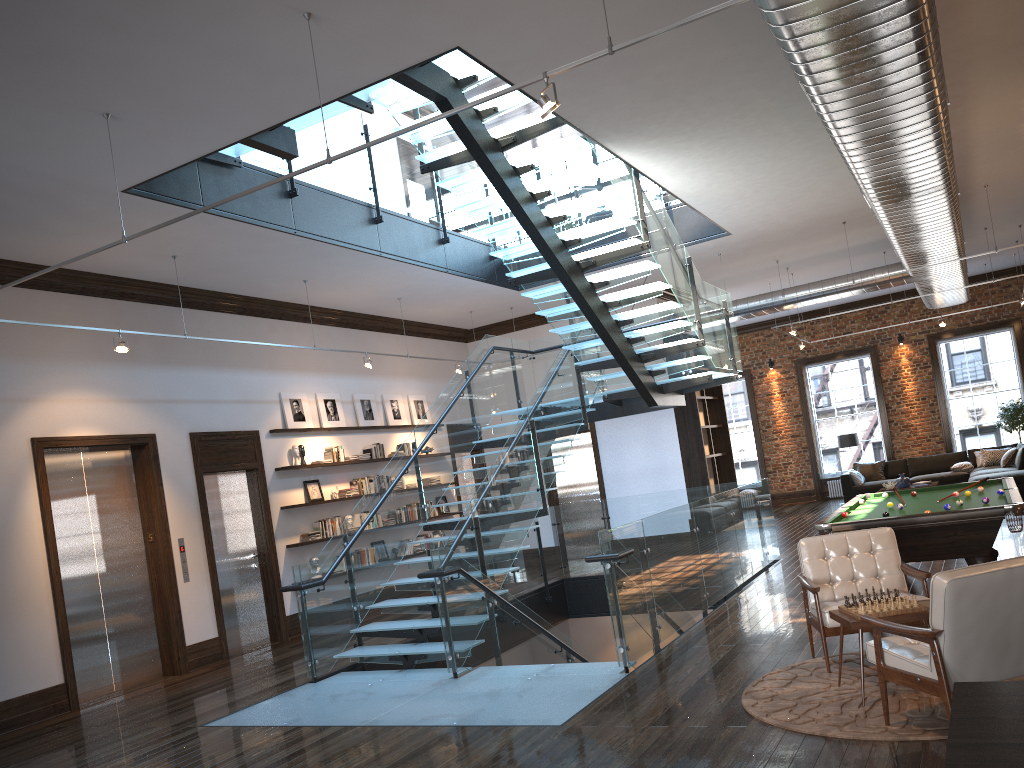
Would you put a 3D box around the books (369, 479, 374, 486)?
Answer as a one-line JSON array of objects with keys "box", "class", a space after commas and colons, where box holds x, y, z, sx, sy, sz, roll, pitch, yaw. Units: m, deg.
[{"box": [-2.104, 1.514, 13.026, 0.185, 0.209, 0.064, -10, -2, 28], "class": "books"}]

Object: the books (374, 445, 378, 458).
[{"box": [-2.086, 1.023, 13.262, 0.154, 0.211, 0.023, -10, -2, 28], "class": "books"}]

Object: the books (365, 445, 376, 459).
[{"box": [-2.110, 1.021, 13.193, 0.157, 0.207, 0.022, -10, -2, 28], "class": "books"}]

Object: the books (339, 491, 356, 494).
[{"box": [-2.332, 1.543, 12.636, 0.143, 0.011, 0.256, -11, -7, 24], "class": "books"}]

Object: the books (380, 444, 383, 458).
[{"box": [-2.025, 1.019, 13.351, 0.168, 0.218, 0.021, -10, -2, 28], "class": "books"}]

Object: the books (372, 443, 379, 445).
[{"box": [-2.033, 1.012, 13.373, 0.140, 0.239, 0.011, -10, -2, 28], "class": "books"}]

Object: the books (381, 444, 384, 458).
[{"box": [-2.010, 1.025, 13.381, 0.148, 0.209, 0.024, -10, -2, 28], "class": "books"}]

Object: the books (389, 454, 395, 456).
[{"box": [-1.789, 1.103, 13.816, 0.144, 0.013, 0.226, -12, -7, 27], "class": "books"}]

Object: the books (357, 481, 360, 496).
[{"box": [-2.265, 1.513, 12.797, 0.129, 0.210, 0.005, -10, -2, 28], "class": "books"}]

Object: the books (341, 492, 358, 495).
[{"box": [-2.330, 1.564, 12.637, 0.143, 0.011, 0.255, -12, -7, 30], "class": "books"}]

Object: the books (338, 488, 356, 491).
[{"box": [-2.336, 1.500, 12.636, 0.142, 0.011, 0.288, -11, -7, 23], "class": "books"}]

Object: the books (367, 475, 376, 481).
[{"box": [-2.070, 1.495, 13.141, 0.159, 0.262, 0.026, -10, -2, 28], "class": "books"}]

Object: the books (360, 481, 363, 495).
[{"box": [-2.229, 1.509, 12.803, 0.158, 0.208, 0.005, -10, -2, 28], "class": "books"}]

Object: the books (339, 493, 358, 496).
[{"box": [-2.325, 1.574, 12.634, 0.142, 0.011, 0.287, -12, -7, 32], "class": "books"}]

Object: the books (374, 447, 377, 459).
[{"box": [-2.089, 1.033, 13.211, 0.167, 0.179, 0.028, -11, -2, 28], "class": "books"}]

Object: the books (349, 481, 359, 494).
[{"box": [-2.270, 1.511, 12.780, 0.143, 0.213, 0.005, -10, -2, 28], "class": "books"}]

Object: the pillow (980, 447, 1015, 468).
[{"box": [9.397, 1.402, 17.139, 0.616, 0.360, 0.287, -12, -4, 32], "class": "pillow"}]

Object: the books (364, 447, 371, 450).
[{"box": [-2.136, 1.034, 13.172, 0.127, 0.184, 0.042, -10, -2, 28], "class": "books"}]

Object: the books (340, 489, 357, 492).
[{"box": [-2.335, 1.521, 12.636, 0.143, 0.011, 0.256, -11, -7, 24], "class": "books"}]

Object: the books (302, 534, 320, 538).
[{"box": [-2.679, 2.025, 11.821, 0.160, 0.011, 0.183, -12, -7, 28], "class": "books"}]

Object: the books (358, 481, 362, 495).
[{"box": [-2.245, 1.508, 12.791, 0.154, 0.212, 0.005, -10, -2, 28], "class": "books"}]

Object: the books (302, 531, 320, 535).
[{"box": [-2.686, 1.986, 11.827, 0.136, 0.014, 0.215, -12, -7, 27], "class": "books"}]

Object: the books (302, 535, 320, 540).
[{"box": [-2.678, 2.045, 11.828, 0.155, 0.028, 0.191, -11, -6, 23], "class": "books"}]

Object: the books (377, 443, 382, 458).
[{"box": [-2.040, 1.017, 13.340, 0.163, 0.225, 0.011, -10, -2, 28], "class": "books"}]

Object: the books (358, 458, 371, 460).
[{"box": [-2.214, 1.106, 13.008, 0.142, 0.011, 0.285, -12, -7, 28], "class": "books"}]

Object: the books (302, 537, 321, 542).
[{"box": [-2.673, 2.072, 11.821, 0.144, 0.028, 0.234, -12, -7, 27], "class": "books"}]

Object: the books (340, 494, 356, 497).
[{"box": [-2.323, 1.585, 12.634, 0.143, 0.011, 0.257, -11, -7, 23], "class": "books"}]

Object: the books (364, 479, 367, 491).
[{"box": [-2.183, 1.507, 12.918, 0.160, 0.223, 0.006, -10, -2, 28], "class": "books"}]

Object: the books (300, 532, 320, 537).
[{"box": [-2.689, 2.006, 11.809, 0.144, 0.027, 0.218, -12, -7, 32], "class": "books"}]

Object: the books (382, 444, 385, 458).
[{"box": [-2.001, 1.024, 13.414, 0.164, 0.214, 0.023, -10, -2, 28], "class": "books"}]

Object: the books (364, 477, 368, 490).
[{"box": [-2.174, 1.494, 12.937, 0.168, 0.251, 0.022, -10, -2, 28], "class": "books"}]

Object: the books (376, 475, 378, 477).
[{"box": [-2.047, 1.499, 13.204, 0.134, 0.260, 0.029, -10, -2, 28], "class": "books"}]

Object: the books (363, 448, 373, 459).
[{"box": [-2.131, 1.042, 13.143, 0.168, 0.160, 0.037, -11, -2, 28], "class": "books"}]

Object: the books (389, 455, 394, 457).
[{"box": [-1.802, 1.117, 13.816, 0.116, 0.011, 0.239, -12, -7, 27], "class": "books"}]

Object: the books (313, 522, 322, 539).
[{"box": [-2.625, 1.981, 11.967, 0.126, 0.226, 0.047, -10, -2, 28], "class": "books"}]

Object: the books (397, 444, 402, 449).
[{"box": [-1.735, 1.045, 13.921, 0.136, 0.199, 0.011, -10, -2, 28], "class": "books"}]

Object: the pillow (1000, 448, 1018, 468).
[{"box": [9.331, 1.394, 16.646, 0.316, 0.354, 0.628, -10, -5, 27], "class": "pillow"}]

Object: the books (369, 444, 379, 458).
[{"box": [-2.072, 1.019, 13.273, 0.156, 0.217, 0.011, -10, -2, 28], "class": "books"}]

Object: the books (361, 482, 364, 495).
[{"box": [-2.210, 1.518, 12.833, 0.161, 0.190, 0.006, -10, -2, 28], "class": "books"}]

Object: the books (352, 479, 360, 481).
[{"box": [-2.242, 1.501, 12.840, 0.133, 0.235, 0.009, -10, -2, 28], "class": "books"}]

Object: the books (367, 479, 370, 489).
[{"box": [-2.142, 1.508, 12.997, 0.137, 0.227, 0.022, -10, -2, 28], "class": "books"}]

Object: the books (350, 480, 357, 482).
[{"box": [-2.273, 1.506, 12.791, 0.114, 0.225, 0.012, -10, -2, 28], "class": "books"}]

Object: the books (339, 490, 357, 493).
[{"box": [-2.335, 1.532, 12.637, 0.143, 0.011, 0.255, -11, -7, 25], "class": "books"}]

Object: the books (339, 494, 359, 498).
[{"box": [-2.322, 1.595, 12.634, 0.142, 0.011, 0.287, -12, -7, 32], "class": "books"}]

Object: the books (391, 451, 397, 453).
[{"box": [-1.789, 1.064, 13.830, 0.117, 0.021, 0.192, -11, -6, 22], "class": "books"}]

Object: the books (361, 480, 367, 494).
[{"box": [-2.189, 1.507, 12.875, 0.167, 0.215, 0.013, -10, -2, 28], "class": "books"}]

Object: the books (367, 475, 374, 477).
[{"box": [-2.076, 1.491, 13.166, 0.118, 0.276, 0.014, -10, -2, 28], "class": "books"}]

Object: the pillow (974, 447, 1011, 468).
[{"box": [9.421, 1.445, 17.331, 0.708, 0.337, 0.269, -11, -4, 28], "class": "pillow"}]

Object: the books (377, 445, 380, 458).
[{"box": [-2.045, 1.028, 13.330, 0.131, 0.202, 0.014, -10, -2, 28], "class": "books"}]

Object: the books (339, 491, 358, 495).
[{"box": [-2.332, 1.554, 12.637, 0.143, 0.011, 0.255, -11, -7, 25], "class": "books"}]

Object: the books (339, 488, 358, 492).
[{"box": [-2.340, 1.511, 12.638, 0.142, 0.011, 0.286, -12, -7, 29], "class": "books"}]

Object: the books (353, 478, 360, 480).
[{"box": [-2.229, 1.493, 12.869, 0.138, 0.253, 0.033, -10, -2, 28], "class": "books"}]

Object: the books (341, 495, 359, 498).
[{"box": [-2.325, 1.606, 12.636, 0.142, 0.011, 0.286, -12, -7, 29], "class": "books"}]

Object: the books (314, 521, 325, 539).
[{"box": [-2.598, 1.974, 11.986, 0.135, 0.235, 0.013, -10, -2, 28], "class": "books"}]

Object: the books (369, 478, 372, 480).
[{"box": [-2.110, 1.514, 13.082, 0.143, 0.224, 0.012, -10, -2, 28], "class": "books"}]

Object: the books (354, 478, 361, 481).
[{"box": [-2.228, 1.496, 12.848, 0.139, 0.243, 0.005, -10, -2, 28], "class": "books"}]
